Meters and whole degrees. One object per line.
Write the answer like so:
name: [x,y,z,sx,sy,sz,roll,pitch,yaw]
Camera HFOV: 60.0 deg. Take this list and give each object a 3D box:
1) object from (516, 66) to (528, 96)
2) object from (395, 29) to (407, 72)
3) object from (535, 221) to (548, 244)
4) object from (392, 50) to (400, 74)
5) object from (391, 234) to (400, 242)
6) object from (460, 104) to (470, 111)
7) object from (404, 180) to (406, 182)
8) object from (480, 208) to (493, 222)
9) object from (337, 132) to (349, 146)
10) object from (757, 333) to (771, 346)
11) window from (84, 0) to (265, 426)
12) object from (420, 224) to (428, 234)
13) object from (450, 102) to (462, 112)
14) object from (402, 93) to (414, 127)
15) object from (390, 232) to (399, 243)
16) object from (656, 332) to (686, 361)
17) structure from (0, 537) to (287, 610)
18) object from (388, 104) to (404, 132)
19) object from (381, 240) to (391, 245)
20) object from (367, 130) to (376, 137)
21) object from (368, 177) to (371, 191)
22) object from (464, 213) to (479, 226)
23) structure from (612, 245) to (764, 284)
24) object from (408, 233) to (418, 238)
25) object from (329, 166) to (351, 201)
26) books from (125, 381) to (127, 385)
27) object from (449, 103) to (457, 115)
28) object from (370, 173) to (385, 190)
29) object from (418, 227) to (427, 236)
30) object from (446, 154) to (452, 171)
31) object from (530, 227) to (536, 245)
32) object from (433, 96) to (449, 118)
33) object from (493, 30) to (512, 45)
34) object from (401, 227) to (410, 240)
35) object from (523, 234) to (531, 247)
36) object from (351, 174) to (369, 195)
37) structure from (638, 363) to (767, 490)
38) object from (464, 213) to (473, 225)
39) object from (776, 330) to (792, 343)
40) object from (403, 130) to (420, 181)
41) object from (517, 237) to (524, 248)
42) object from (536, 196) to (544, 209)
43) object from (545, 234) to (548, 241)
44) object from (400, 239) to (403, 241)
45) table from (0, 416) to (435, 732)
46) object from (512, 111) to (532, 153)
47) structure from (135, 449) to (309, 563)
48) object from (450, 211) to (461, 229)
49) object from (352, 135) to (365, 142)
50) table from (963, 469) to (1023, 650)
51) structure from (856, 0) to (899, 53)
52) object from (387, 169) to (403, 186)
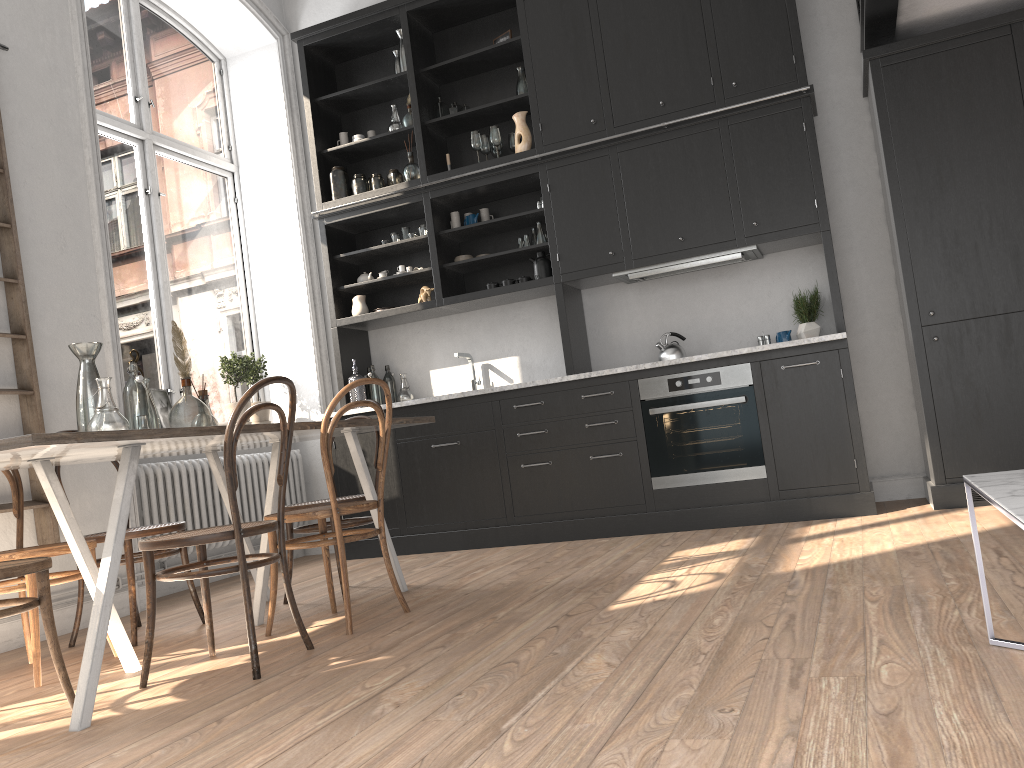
object: [0.075,-1.927,5.761,0.109,0.255,0.100,-7,-3,-14]
object: [-0.722,-2.217,5.985,0.100,0.330,0.097,-9,-3,17]
object: [0.179,-0.943,5.594,0.083,0.158,0.083,-8,-3,5]
object: [-0.773,-2.156,6.059,0.070,0.231,0.067,-9,-3,17]
object: [-0.779,-0.967,5.973,0.064,0.069,0.064,-6,-4,-21]
object: [-0.306,-1.800,5.896,0.044,0.121,0.058,-4,-4,-42]
object: [-0.696,-1.391,6.039,0.082,0.185,0.082,-9,-4,22]
object: [-0.164,-1.089,5.860,0.082,0.135,0.059,-8,-3,4]
object: [-1.172,-1.676,6.180,0.059,0.135,0.082,-5,-4,-41]
object: [1.486,-0.252,5.222,0.080,0.116,0.040,-9,-4,26]
window: [-3.376,-4.917,12.941,26.409,15.927,14.386,-9,-4,21]
object: [-0.584,-1.013,5.956,0.060,0.107,0.060,-7,-3,-6]
object: [-0.374,-1.814,5.983,0.084,0.177,0.065,-11,-5,43]
object: [-0.687,-1.859,5.943,0.119,0.340,0.123,-10,-4,40]
object: [-0.801,-0.977,6.067,0.060,0.107,0.060,-7,-3,-11]
object: [0.951,-0.219,5.312,0.171,0.186,0.171,-10,-4,32]
structure: [-2.628,-1.046,3.856,0.340,4.471,5.182,-9,-4,21]
object: [-0.785,-1.780,6.016,0.132,0.219,0.132,-7,-3,-5]
object: [-0.853,-0.944,6.008,0.071,0.047,0.072,-5,-4,-31]
object: [-0.969,-1.701,6.203,0.082,0.135,0.059,-11,-5,44]
object: [-0.956,-1.344,6.169,0.092,0.184,0.092,-7,-3,-13]
object: [-0.262,-1.057,5.810,0.082,0.093,0.140,-7,-4,-14]
structure: [1.053,-0.723,5.311,0.844,0.123,0.379,-9,-4,21]
object: [-0.657,-0.976,5.909,0.071,0.047,0.072,-5,-4,-31]
object: [-1.172,-1.356,6.048,0.118,0.238,0.118,-8,-3,7]
books: [-2.288,0.005,4.987,0.159,0.024,0.201,-8,-4,11]
object: [-0.389,-1.793,5.858,0.053,0.125,0.041,-7,-3,-12]
object: [-0.914,-1.347,6.027,0.096,0.150,0.096,-8,-3,10]
object: [-0.588,-0.998,5.879,0.064,0.069,0.064,-8,-4,14]
object: [-0.413,-1.433,5.809,0.123,0.161,0.123,-9,-4,30]
object: [0.149,-0.930,5.732,0.083,0.158,0.083,-10,-4,32]
object: [-0.472,-1.818,5.903,0.065,0.199,0.084,-11,-5,43]
object: [-0.049,-2.213,5.777,0.055,0.121,0.167,-4,-5,-44]
object: [-0.710,-0.996,5.960,0.060,0.107,0.060,-4,-5,-41]
object: [0.095,-0.898,5.625,0.058,0.094,0.058,-6,-4,-30]
object: [-1.028,-1.336,6.013,0.114,0.155,0.114,-9,-4,25]
structure: [1.136,0.242,5.125,0.622,0.623,0.618,-9,-4,21]
object: [-0.291,-1.068,5.917,0.082,0.135,0.059,-5,-4,-41]
object: [1.584,-0.259,5.160,0.082,0.093,0.140,-8,-4,11]
object: [-0.667,-1.496,5.842,0.134,0.357,0.134,-6,-4,-24]
object: [0.057,-0.889,5.686,0.058,0.094,0.058,-6,-4,-30]
object: [0.190,-1.139,5.654,0.080,0.116,0.040,-10,-4,41]
object: [0.225,-0.914,5.730,0.067,0.108,0.067,-8,-3,9]
object: [-0.723,-0.958,6.045,0.071,0.047,0.072,-8,-4,9]
table: [-1.224,0.602,3.356,1.100,0.779,2.200,-9,-4,21]
object: [0.066,-1.565,5.562,0.094,0.267,0.116,-6,-4,-27]
structure: [-1.797,0.726,5.499,0.194,0.552,1.577,-9,-4,21]
object: [-0.371,-1.061,5.858,0.059,0.135,0.082,-7,-3,-11]
object: [-1.062,-1.672,6.162,0.096,0.095,0.096,-5,-4,-35]
table: [1.319,0.341,1.522,0.849,0.392,0.849,-9,-4,21]
structure: [2.797,-2.727,1.663,4.159,1.212,5.927,-9,-4,21]
object: [-0.800,-1.375,6.085,0.092,0.184,0.092,-10,-4,36]
